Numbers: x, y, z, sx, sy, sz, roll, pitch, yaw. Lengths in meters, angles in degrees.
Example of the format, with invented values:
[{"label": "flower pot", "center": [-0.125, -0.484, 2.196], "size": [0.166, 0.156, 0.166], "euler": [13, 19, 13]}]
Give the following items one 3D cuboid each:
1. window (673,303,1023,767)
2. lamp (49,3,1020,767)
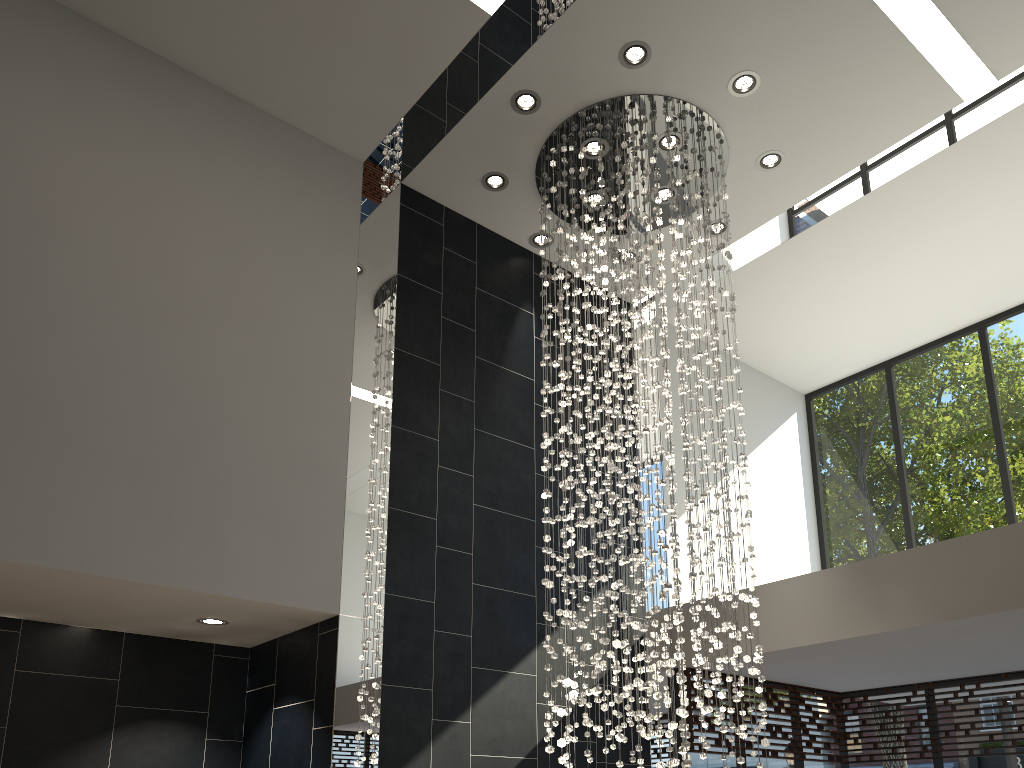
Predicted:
[{"label": "window", "center": [4.120, 1.290, 5.264], "size": [2.421, 5.562, 6.446], "euler": [13, -25, -36]}, {"label": "lamp", "center": [-2.841, -41.780, 11.030], "size": [400.787, 105.960, 430.299], "euler": [6, -27, -12]}]
